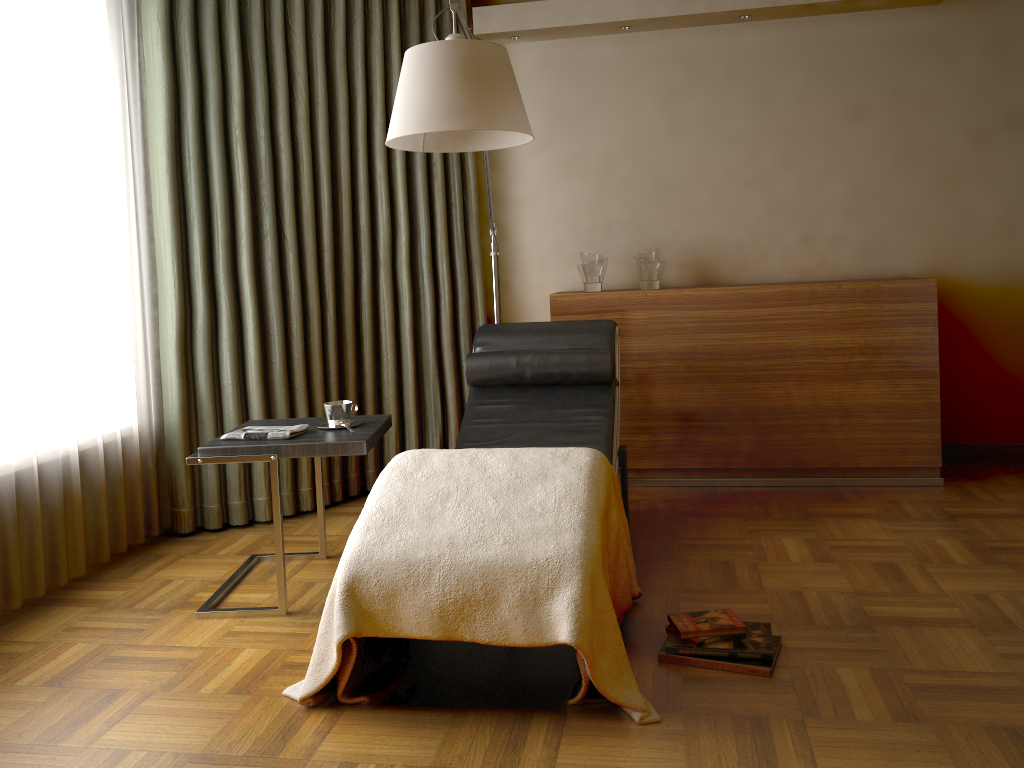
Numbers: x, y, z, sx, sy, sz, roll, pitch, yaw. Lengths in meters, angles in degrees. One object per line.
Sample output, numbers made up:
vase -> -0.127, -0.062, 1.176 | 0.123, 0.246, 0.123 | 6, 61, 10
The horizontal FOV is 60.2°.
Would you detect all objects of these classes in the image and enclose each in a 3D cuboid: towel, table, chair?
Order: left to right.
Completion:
towel -> -0.789, 0.156, 2.851 | 0.240, 0.035, 0.180 | -1, 7, 14
table -> -0.695, 0.173, 2.935 | 0.517, 0.045, 0.503 | -2, 7, 1
chair -> 0.032, 0.241, 2.897 | 0.635, 0.793, 1.801 | -2, 6, 10

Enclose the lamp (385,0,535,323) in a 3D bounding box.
lamp -> -0.023, -0.333, 3.167 | 0.451, 1.958, 1.423 | -2, 4, 14

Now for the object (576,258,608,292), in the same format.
object -> 0.382, -0.517, 4.193 | 0.156, 0.153, 0.156 | -6, 6, -33

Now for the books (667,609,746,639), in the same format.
books -> 0.508, 0.626, 2.311 | 0.173, 0.018, 0.124 | -3, 7, -6

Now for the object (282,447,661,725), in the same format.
object -> -0.069, 0.460, 2.385 | 0.917, 0.518, 0.915 | -1, 6, 10

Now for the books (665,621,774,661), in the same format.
books -> 0.541, 0.663, 2.304 | 0.264, 0.020, 0.190 | -1, 7, 14

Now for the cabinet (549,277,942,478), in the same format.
cabinet -> 1.049, -0.031, 4.142 | 1.673, 0.859, 0.418 | -2, 3, 10

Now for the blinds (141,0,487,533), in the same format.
blinds -> -0.799, -0.700, 3.949 | 1.538, 2.442, 0.224 | -5, 3, -35

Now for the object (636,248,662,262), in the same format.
object -> 0.644, -0.561, 4.145 | 0.123, 0.149, 0.123 | -3, 4, -10

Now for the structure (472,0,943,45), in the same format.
structure -> 0.906, -1.802, 4.225 | 2.177, 0.129, 0.275 | -1, 6, 10

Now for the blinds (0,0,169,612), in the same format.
blinds -> -1.632, -0.414, 2.489 | 0.092, 2.280, 2.210 | -2, 5, 10

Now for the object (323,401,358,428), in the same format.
object -> -0.579, 0.101, 2.963 | 0.098, 0.078, 0.111 | -2, 6, 12

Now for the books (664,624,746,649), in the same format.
books -> 0.508, 0.643, 2.319 | 0.173, 0.018, 0.124 | -7, 8, -30

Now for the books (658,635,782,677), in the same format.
books -> 0.541, 0.686, 2.287 | 0.280, 0.022, 0.201 | 1, 8, 24

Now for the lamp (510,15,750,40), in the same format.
lamp -> 0.558, -1.738, 4.279 | 1.156, 0.028, 0.050 | -1, 6, 10

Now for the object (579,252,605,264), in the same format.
object -> 0.380, -0.555, 4.192 | 0.122, 0.149, 0.123 | -3, 4, -8

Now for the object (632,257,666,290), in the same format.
object -> 0.646, -0.523, 4.146 | 0.155, 0.153, 0.157 | -3, 5, 1

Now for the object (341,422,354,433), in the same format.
object -> -0.532, 0.140, 2.868 | 0.029, 0.019, 0.124 | -5, 7, -21

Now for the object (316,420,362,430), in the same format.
object -> -0.579, 0.138, 2.958 | 0.150, 0.009, 0.151 | -1, 8, 15
